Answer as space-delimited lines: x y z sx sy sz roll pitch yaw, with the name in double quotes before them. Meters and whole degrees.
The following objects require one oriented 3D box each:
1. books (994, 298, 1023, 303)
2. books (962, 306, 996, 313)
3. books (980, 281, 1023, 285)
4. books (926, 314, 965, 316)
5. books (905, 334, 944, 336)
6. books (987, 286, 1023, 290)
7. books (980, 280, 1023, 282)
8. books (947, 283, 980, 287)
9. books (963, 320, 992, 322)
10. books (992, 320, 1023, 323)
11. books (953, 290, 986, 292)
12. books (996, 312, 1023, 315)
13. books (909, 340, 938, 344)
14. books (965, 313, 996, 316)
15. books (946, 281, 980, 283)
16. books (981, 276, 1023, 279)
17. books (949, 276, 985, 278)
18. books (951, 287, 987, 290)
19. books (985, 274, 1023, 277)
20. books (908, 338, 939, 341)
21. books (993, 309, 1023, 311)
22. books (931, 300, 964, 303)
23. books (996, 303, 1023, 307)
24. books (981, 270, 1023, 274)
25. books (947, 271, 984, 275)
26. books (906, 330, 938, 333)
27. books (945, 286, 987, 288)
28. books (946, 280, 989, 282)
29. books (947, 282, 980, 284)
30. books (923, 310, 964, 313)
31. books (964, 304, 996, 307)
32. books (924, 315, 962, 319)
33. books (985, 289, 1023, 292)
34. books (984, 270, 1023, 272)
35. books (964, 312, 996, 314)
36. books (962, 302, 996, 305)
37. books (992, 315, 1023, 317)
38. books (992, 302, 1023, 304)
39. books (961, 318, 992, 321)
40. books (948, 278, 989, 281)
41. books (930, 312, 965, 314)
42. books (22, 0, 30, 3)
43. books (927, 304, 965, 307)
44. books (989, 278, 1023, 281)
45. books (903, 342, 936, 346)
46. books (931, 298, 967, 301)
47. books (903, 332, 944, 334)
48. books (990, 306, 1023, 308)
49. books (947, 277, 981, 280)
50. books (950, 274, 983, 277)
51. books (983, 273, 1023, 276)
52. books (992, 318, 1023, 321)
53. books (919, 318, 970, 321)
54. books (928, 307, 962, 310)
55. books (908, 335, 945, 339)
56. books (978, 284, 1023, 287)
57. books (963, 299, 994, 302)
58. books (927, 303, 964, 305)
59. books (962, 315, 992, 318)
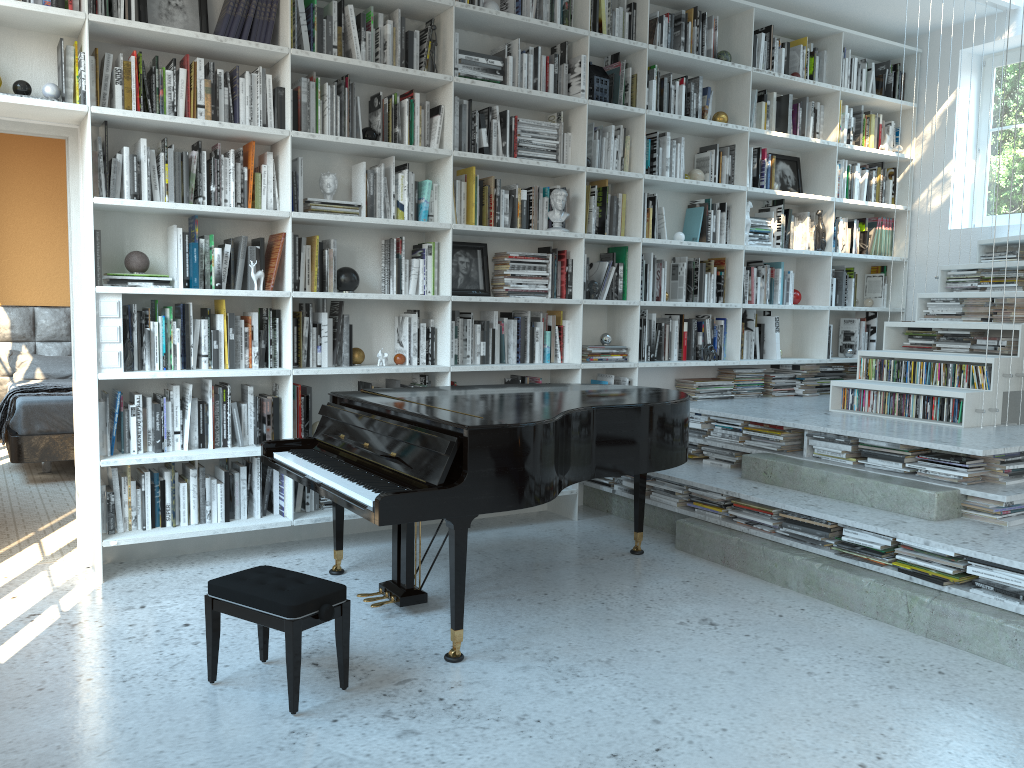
"books" 2.861 -0.467 4.974 0.234 0.025 0.157 1 5 6
"books" 2.801 -0.436 5.211 0.178 0.036 0.221 -1 5 -27
"books" 2.946 -0.595 5.255 0.191 0.014 0.243 -1 5 -18
"books" 2.726 -0.429 5.500 0.138 0.010 0.254 -2 6 -34
"books" 2.542 -0.302 5.421 0.159 0.009 0.207 -2 6 -35
"books" 2.974 -0.569 5.269 0.130 0.014 0.249 -1 5 -18
"books" 2.954 -0.607 5.257 0.187 0.009 0.260 -1 5 -21
"books" 2.887 -0.618 5.547 0.166 0.018 0.264 0 5 -12
"books" 2.782 -0.371 5.251 0.162 0.007 0.132 -1 5 -22
"books" 2.859 -0.352 4.996 0.206 0.012 0.183 1 5 -4
"books" 2.905 -0.579 5.556 0.146 0.014 0.211 0 5 -16
"books" 2.859 -0.394 4.970 0.214 0.015 0.138 1 5 -4
"books" 2.547 -0.258 5.429 0.145 0.015 0.165 -2 6 -37
"books" 2.787 -0.410 5.239 0.139 0.013 0.155 -2 5 -29
"books" 2.888 -0.634 5.545 0.184 0.006 0.262 0 5 -16
"books" 2.955 -0.629 5.255 0.176 0.007 0.254 -1 5 -23
"books" 2.889 -0.665 5.543 0.168 0.005 0.291 0 5 -13
"books" 2.898 -0.593 5.553 0.149 0.014 0.228 -1 5 -19
"books" 2.968 -0.638 5.259 0.144 0.011 0.256 -1 5 -24
"books" 2.553 -0.271 5.431 0.132 0.010 0.198 -1 5 -27
"books" 2.860 -0.414 4.984 0.231 0.011 0.171 1 5 5
"books" 2.720 -0.509 5.488 0.157 0.014 0.180 -2 6 -35
"books" 2.861 -0.442 4.983 0.184 0.016 0.179 1 5 -3
"books" 2.951 -0.658 5.251 0.191 0.013 0.243 -1 5 -20
"books" 2.884 -0.692 5.539 0.190 0.015 0.230 0 5 -17
"books" 2.544 -0.318 5.420 0.160 0.012 0.194 -2 6 -34
"books" 2.886 -0.604 5.548 0.176 0.009 0.274 -1 5 -18
"books" 2.886 -0.640 5.544 0.170 0.006 0.268 -1 5 -20
"books" 2.896 -0.629 5.548 0.152 0.005 0.292 -1 5 -19
"books" 2.727 -0.450 5.498 0.145 0.012 0.296 -2 6 -32
"books" 2.786 -0.462 5.237 0.159 0.012 0.129 0 5 -17
"books" 2.728 -0.415 5.502 0.136 0.017 0.288 -2 6 -33
"books" 2.973 -0.555 5.270 0.136 0.013 0.258 -1 5 -19
"books" 2.977 -0.669 5.260 0.134 0.007 0.297 -1 5 -22
"books" 2.799 -0.416 5.216 0.188 0.005 0.181 -2 5 -31
"books" 2.796 -0.473 5.219 0.218 0.012 0.156 0 5 -15
"books" 2.859 -0.382 4.985 0.222 0.011 0.180 1 5 0
"books" 2.860 -0.451 4.967 0.254 0.005 0.160 1 5 1
"books" 2.780 -0.383 5.253 0.184 0.016 0.128 -1 5 -24
"books" 2.886 -0.649 5.544 0.171 0.011 0.231 -1 5 -20
"books" 2.719 -0.439 5.494 0.160 0.010 0.179 -2 5 -28
"books" -2.022 -1.619 3.679 0.029 0.198 0.144 -2 6 -31
"books" 2.724 -0.483 5.493 0.149 0.017 0.239 -2 6 -33
"books" 2.965 -0.618 5.260 0.154 0.014 0.196 -1 5 -18
"books" 2.534 -0.244 5.423 0.159 0.012 0.225 -1 5 -23
"books" 2.723 -0.523 5.488 0.157 0.014 0.180 -2 6 -33
"books" 2.526 -0.309 5.411 0.198 0.006 0.188 -2 6 -35
"books" 2.860 -0.429 4.967 0.295 0.007 0.146 1 5 3
"books" 2.889 -0.658 5.544 0.162 0.008 0.289 0 5 -12
"books" 2.909 -0.676 5.548 0.136 0.017 0.297 0 5 -15
"books" 2.959 -0.648 5.255 0.174 0.009 0.239 -1 5 -22
"books" 2.859 -0.364 4.989 0.215 0.013 0.189 1 5 1
"books" 2.707 -0.397 5.491 0.190 0.018 0.287 -2 6 -32
"books" 2.729 -0.466 5.497 0.143 0.019 0.230 -2 6 -32
"books" 2.547 -0.287 5.426 0.140 0.022 0.181 -3 6 -38
"books" 2.947 -0.582 5.257 0.182 0.013 0.287 0 5 -17
"books" 2.795 -0.488 5.219 0.166 0.017 0.190 -2 5 -29
"books" 2.711 -0.496 5.483 0.173 0.011 0.203 -2 6 -36
"books" 2.794 -0.395 5.226 0.200 0.014 0.177 -1 5 -27
